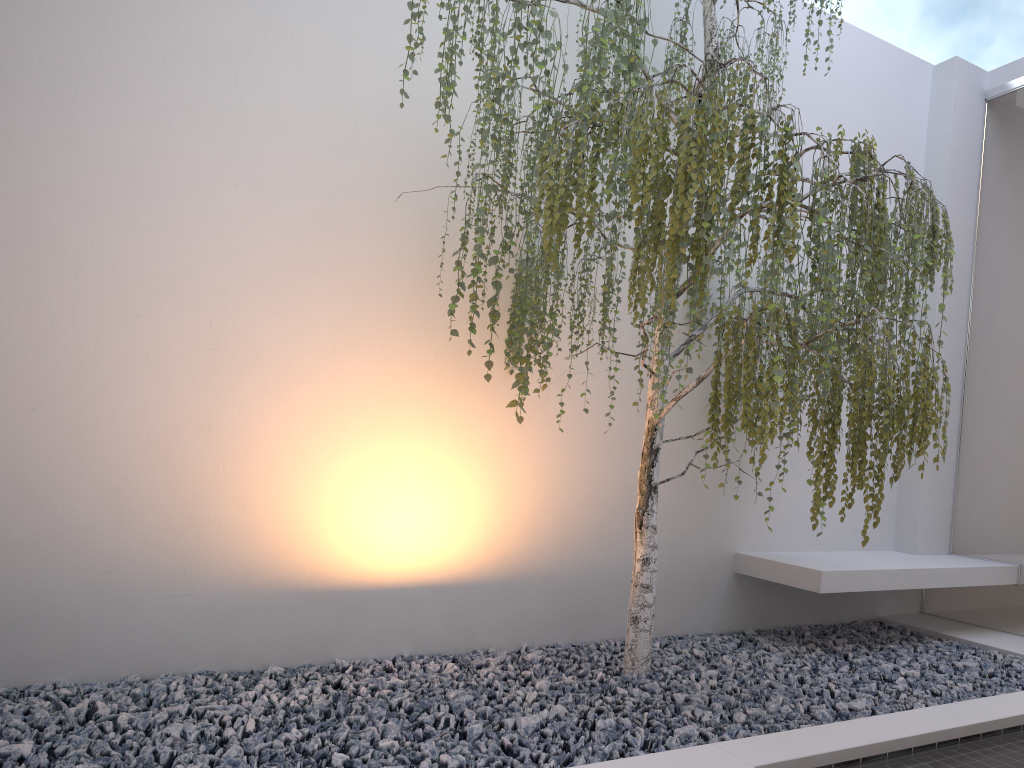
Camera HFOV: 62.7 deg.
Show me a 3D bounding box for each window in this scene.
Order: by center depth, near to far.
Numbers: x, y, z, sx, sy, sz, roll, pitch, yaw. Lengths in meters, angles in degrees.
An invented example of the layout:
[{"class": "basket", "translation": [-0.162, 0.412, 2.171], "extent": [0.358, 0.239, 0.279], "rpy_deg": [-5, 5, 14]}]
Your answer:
[{"class": "window", "translation": [3.202, -0.227, 4.148], "extent": [0.057, 3.250, 2.501], "rpy_deg": [5, -3, -24]}]

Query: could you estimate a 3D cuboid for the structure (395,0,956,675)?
[{"class": "structure", "translation": [0.819, -0.795, 3.269], "extent": [2.744, 3.985, 1.546], "rpy_deg": [6, -3, -33]}]
